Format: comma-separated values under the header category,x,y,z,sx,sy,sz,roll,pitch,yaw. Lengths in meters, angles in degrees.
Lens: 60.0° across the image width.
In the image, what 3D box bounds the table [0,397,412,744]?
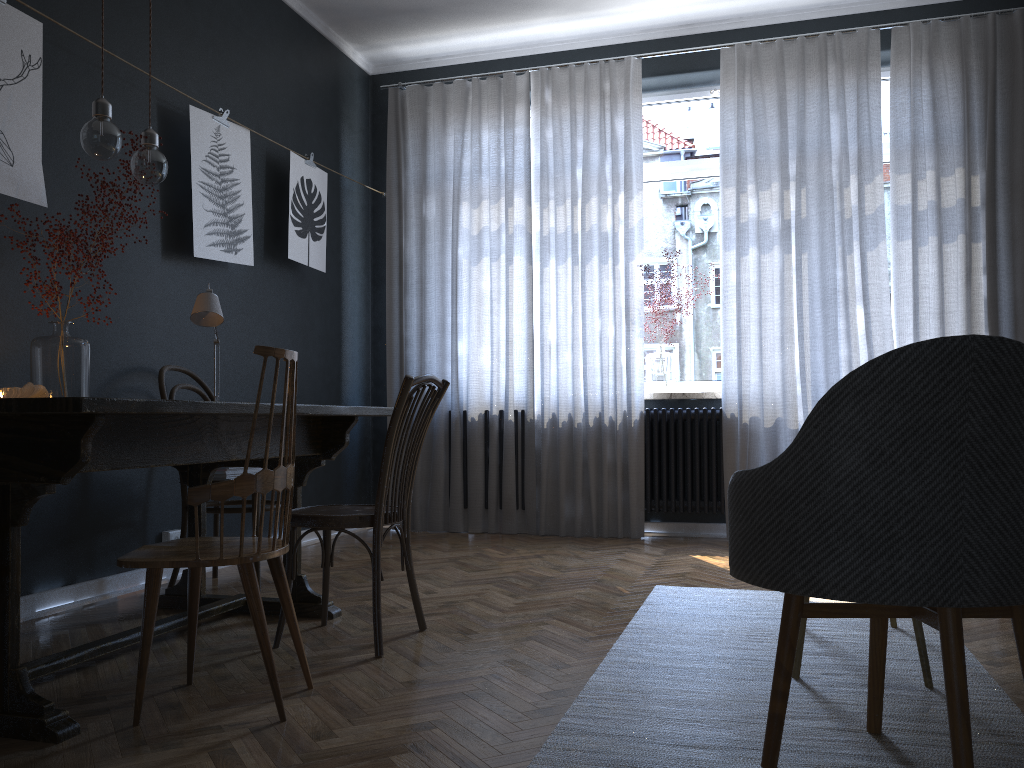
category,x,y,z,sx,sy,sz,roll,pitch,yaw
table,-1.124,0.427,2.590,1.126,0.727,1.605,-1,-2,16

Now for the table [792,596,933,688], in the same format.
category,x,y,z,sx,sy,sz,roll,pitch,yaw
table,0.983,0.504,2.587,0.339,0.549,0.788,-1,-2,16

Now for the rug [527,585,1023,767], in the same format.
category,x,y,z,sx,sy,sz,roll,pitch,yaw
rug,0.781,0.775,2.499,1.003,0.013,2.012,-1,-3,16

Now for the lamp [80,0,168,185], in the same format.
category,x,y,z,sx,sy,sz,roll,pitch,yaw
lamp,-0.623,-1.441,2.296,0.583,1.573,1.591,1,-2,-42

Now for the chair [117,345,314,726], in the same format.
category,x,y,z,sx,sy,sz,roll,pitch,yaw
chair,-0.699,0.345,2.139,0.384,0.856,0.456,0,-2,1

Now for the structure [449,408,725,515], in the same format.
category,x,y,z,sx,sy,sz,roll,pitch,yaw
structure,0.475,0.449,5.284,1.846,0.600,0.216,-1,-2,16

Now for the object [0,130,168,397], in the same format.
category,x,y,z,sx,sy,sz,roll,pitch,yaw
object,-1.499,-0.383,2.953,0.638,0.930,0.557,0,-2,-13

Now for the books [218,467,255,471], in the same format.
category,x,y,z,sx,sy,sz,roll,pitch,yaw
books,-1.139,0.344,3.653,0.218,0.006,0.304,-2,-3,28

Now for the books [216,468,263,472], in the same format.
category,x,y,z,sx,sy,sz,roll,pitch,yaw
books,-1.143,0.349,3.645,0.218,0.008,0.288,-2,-3,30

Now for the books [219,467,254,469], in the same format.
category,x,y,z,sx,sy,sz,roll,pitch,yaw
books,-1.138,0.339,3.649,0.218,0.008,0.288,-2,-3,28

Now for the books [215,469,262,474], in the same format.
category,x,y,z,sx,sy,sz,roll,pitch,yaw
books,-1.142,0.355,3.645,0.218,0.008,0.288,-2,-3,30

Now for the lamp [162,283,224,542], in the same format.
category,x,y,z,sx,sy,sz,roll,pitch,yaw
lamp,-1.220,0.172,3.546,0.242,1.069,0.800,1,-2,-29

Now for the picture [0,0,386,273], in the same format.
category,x,y,z,sx,sy,sz,roll,pitch,yaw
picture,-1.446,-0.950,3.613,0.058,0.770,4.459,-1,-2,16

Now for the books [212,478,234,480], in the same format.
category,x,y,z,sx,sy,sz,roll,pitch,yaw
books,-1.137,0.383,3.642,0.218,0.008,0.305,-1,-3,23

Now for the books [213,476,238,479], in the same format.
category,x,y,z,sx,sy,sz,roll,pitch,yaw
books,-1.138,0.376,3.641,0.218,0.007,0.305,-2,-3,28

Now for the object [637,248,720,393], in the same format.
category,x,y,z,sx,sy,sz,roll,pitch,yaw
object,0.904,-0.355,5.206,0.514,0.809,0.599,0,-2,-9

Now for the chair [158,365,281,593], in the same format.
category,x,y,z,sx,sy,sz,roll,pitch,yaw
chair,-1.167,0.376,3.676,0.549,0.920,0.438,-1,-2,14

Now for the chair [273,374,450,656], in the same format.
category,x,y,z,sx,sy,sz,roll,pitch,yaw
chair,-0.462,0.383,2.750,0.467,0.819,0.363,-1,-2,16

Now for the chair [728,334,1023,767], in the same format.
category,x,y,z,sx,sy,sz,roll,pitch,yaw
chair,0.773,0.333,1.682,0.645,0.811,0.495,0,-2,-5

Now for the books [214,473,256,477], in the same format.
category,x,y,z,sx,sy,sz,roll,pitch,yaw
books,-1.137,0.368,3.643,0.218,0.008,0.304,-2,-3,28

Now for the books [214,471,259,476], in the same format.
category,x,y,z,sx,sy,sz,roll,pitch,yaw
books,-1.137,0.360,3.641,0.219,0.013,0.305,-2,-3,28

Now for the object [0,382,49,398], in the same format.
category,x,y,z,sx,sy,sz,roll,pitch,yaw
object,-1.515,0.033,2.629,0.252,0.072,0.254,-1,-3,23

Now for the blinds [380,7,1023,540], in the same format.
category,x,y,z,sx,sy,sz,roll,pitch,yaw
blinds,1.116,-0.520,5.054,3.993,2.787,0.312,-1,-2,16
